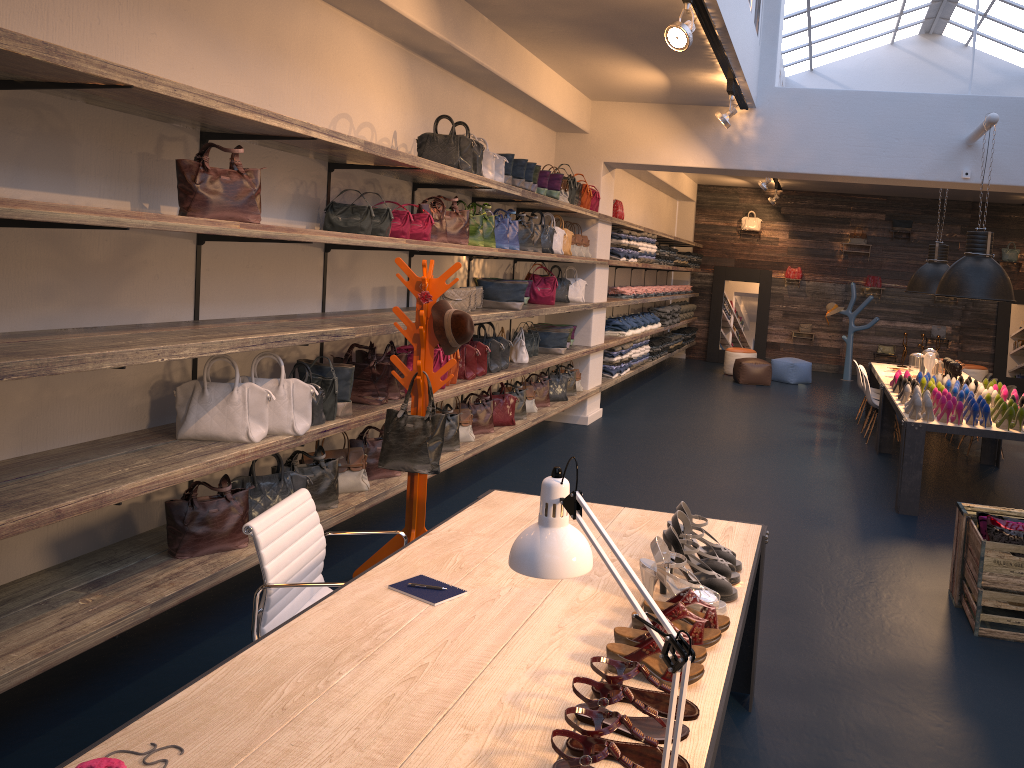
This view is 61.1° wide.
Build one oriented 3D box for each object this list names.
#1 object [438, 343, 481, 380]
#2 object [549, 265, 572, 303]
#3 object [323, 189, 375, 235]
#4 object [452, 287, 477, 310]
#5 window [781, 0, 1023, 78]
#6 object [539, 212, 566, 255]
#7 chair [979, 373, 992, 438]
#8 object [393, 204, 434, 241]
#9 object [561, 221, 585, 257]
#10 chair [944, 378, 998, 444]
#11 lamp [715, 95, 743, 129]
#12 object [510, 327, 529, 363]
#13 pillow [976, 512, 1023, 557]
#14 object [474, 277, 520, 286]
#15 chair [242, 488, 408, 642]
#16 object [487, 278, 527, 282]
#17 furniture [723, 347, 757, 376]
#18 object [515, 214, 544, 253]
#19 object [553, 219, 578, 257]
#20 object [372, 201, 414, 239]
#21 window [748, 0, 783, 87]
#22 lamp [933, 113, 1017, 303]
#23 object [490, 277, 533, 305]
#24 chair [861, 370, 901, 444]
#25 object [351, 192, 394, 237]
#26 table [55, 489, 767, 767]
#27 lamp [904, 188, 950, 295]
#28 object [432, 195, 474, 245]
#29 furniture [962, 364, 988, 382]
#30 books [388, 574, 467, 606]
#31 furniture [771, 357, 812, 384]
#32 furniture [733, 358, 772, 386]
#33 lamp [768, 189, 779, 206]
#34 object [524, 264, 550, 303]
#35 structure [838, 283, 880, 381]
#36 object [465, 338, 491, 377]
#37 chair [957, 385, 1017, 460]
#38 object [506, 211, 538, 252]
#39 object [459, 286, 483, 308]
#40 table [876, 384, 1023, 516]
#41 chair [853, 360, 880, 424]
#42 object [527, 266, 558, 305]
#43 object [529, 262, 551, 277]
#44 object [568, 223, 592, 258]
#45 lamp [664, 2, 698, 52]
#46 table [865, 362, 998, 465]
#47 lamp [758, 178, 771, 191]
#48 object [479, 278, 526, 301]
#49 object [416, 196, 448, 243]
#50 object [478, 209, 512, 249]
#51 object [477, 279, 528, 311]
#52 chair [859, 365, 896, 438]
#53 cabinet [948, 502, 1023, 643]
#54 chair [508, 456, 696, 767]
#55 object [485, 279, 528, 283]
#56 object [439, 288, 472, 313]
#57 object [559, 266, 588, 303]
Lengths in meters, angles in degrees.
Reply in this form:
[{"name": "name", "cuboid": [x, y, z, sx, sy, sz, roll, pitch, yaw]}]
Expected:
[{"name": "object", "cuboid": [-0.433, -0.231, 6.339, 0.420, 0.384, 0.196, 5, 5, 5]}, {"name": "object", "cuboid": [0.444, -1.037, 8.972, 0.461, 0.384, 0.178, -1, 7, -41]}, {"name": "object", "cuboid": [-0.956, -1.005, 5.091, 0.298, 0.274, 0.134, 4, 5, -4]}, {"name": "object", "cuboid": [-0.361, -0.634, 6.428, 0.096, 0.174, 0.290, 8, 8, 35]}, {"name": "window", "cuboid": [3.184, -3.968, 4.274, 4.162, 0.832, 19.611, 7, 9, 18]}, {"name": "object", "cuboid": [0.327, -1.408, 8.098, 0.461, 0.384, 0.178, -1, 7, -38]}, {"name": "chair", "cuboid": [5.759, 0.235, 10.998, 0.523, 0.797, 0.487, 6, 5, 16]}, {"name": "object", "cuboid": [-0.647, -1.024, 5.499, 0.202, 0.242, 0.267, 9, 8, 40]}, {"name": "object", "cuboid": [0.583, -1.506, 9.011, 0.414, 0.365, 0.166, 0, 6, -34]}, {"name": "chair", "cuboid": [5.468, 0.306, 10.357, 0.527, 0.797, 0.484, 5, 5, 14]}, {"name": "lamp", "cuboid": [1.951, -2.459, 7.883, 0.252, 0.326, 0.173, 3, 5, -16]}, {"name": "object", "cuboid": [0.057, -0.350, 7.648, 0.162, 0.307, 0.327, 3, 6, -14]}, {"name": "pillow", "cuboid": [2.707, 0.879, 4.717, 0.344, 0.347, 0.455, 6, 7, 16]}, {"name": "object", "cuboid": [-0.132, -0.799, 7.564, 0.426, 0.234, 0.175, 3, 6, -7]}, {"name": "chair", "cuboid": [-0.583, 0.864, 3.123, 0.684, 0.832, 0.685, 4, 6, -5]}, {"name": "object", "cuboid": [-0.078, -0.821, 7.745, 0.431, 0.234, 0.173, 3, 6, -11]}, {"name": "furniture", "cuboid": [4.059, -0.393, 15.438, 0.556, 0.477, 0.609, 6, 7, 18]}, {"name": "object", "cuboid": [0.131, -1.308, 7.506, 0.406, 0.337, 0.201, 0, 7, -34]}, {"name": "object", "cuboid": [0.486, -1.473, 8.737, 0.414, 0.365, 0.166, 0, 6, -34]}, {"name": "object", "cuboid": [-0.764, -1.012, 5.351, 0.202, 0.242, 0.268, 10, 8, 43]}, {"name": "window", "cuboid": [4.380, -3.445, 7.825, 4.313, 0.647, 11.827, 7, 9, 18]}, {"name": "lamp", "cuboid": [4.166, -1.570, 7.683, 0.691, 1.638, 0.712, 5, 5, 7]}, {"name": "object", "cuboid": [-0.023, -0.847, 7.951, 0.424, 0.234, 0.176, 4, 5, -5]}, {"name": "chair", "cuboid": [4.224, 0.273, 9.902, 0.527, 0.797, 0.484, 5, 5, 14]}, {"name": "object", "cuboid": [-0.860, -1.015, 5.212, 0.298, 0.274, 0.134, 4, 5, -4]}, {"name": "table", "cuboid": [0.031, 1.043, 2.556, 1.189, 0.735, 2.653, 7, 8, 17]}, {"name": "lamp", "cuboid": [5.113, -1.886, 10.353, 0.758, 1.638, 0.645, 0, 6, -38]}, {"name": "object", "cuboid": [-0.445, -1.127, 5.954, 0.399, 0.337, 0.205, 2, 6, -22]}, {"name": "furniture", "cuboid": [8.396, -0.109, 15.883, 0.556, 0.477, 0.609, 6, 7, 18]}, {"name": "books", "cuboid": [-0.256, 0.624, 2.657, 0.189, 0.018, 0.149, 11, 10, 36]}, {"name": "furniture", "cuboid": [4.844, -0.247, 15.072, 0.701, 0.420, 0.600, -1, 9, -36]}, {"name": "furniture", "cuboid": [4.008, -0.226, 14.470, 0.654, 0.420, 0.648, 4, 7, -1]}, {"name": "lamp", "cuboid": [4.789, -3.406, 15.888, 0.195, 0.326, 0.224, 1, 6, -30]}, {"name": "object", "cuboid": [0.255, -0.969, 8.389, 0.210, 0.383, 0.273, 8, 6, 38]}, {"name": "structure", "cuboid": [6.268, -0.957, 15.950, 0.891, 1.798, 0.187, 8, 6, 42]}, {"name": "object", "cuboid": [-0.359, -0.265, 6.553, 0.413, 0.384, 0.199, 5, 5, 11]}, {"name": "chair", "cuboid": [5.293, 0.391, 9.680, 0.535, 0.797, 0.477, 5, 5, 8]}, {"name": "object", "cuboid": [0.039, -1.279, 7.262, 0.397, 0.337, 0.206, 2, 6, -20]}, {"name": "object", "cuboid": [-0.325, -0.675, 6.729, 0.096, 0.174, 0.291, 8, 8, 37]}, {"name": "table", "cuboid": [4.086, 0.575, 7.969, 1.189, 0.735, 2.653, 7, 8, 17]}, {"name": "chair", "cuboid": [4.655, 0.113, 11.230, 0.527, 0.797, 0.484, 5, 5, 14]}, {"name": "object", "cuboid": [0.288, -0.934, 8.252, 0.202, 0.360, 0.267, 8, 7, 41]}, {"name": "object", "cuboid": [0.263, -1.003, 8.538, 0.308, 0.408, 0.130, 2, 5, -17]}, {"name": "object", "cuboid": [0.672, -1.535, 9.260, 0.414, 0.365, 0.166, 0, 6, -34]}, {"name": "lamp", "cuboid": [1.043, -2.148, 5.223, 0.266, 0.313, 0.171, 2, 5, -22]}, {"name": "table", "cuboid": [4.976, 0.279, 10.475, 1.189, 0.735, 2.653, 7, 8, 17]}, {"name": "lamp", "cuboid": [3.867, -3.099, 13.290, 0.195, 0.326, 0.224, 1, 6, -30]}, {"name": "object", "cuboid": [-0.078, -0.769, 7.391, 0.431, 0.234, 0.173, 3, 6, -11]}, {"name": "object", "cuboid": [-0.529, -1.088, 5.756, 0.186, 0.303, 0.380, 5, 7, 7]}, {"name": "object", "cuboid": [-0.166, -1.208, 6.776, 0.406, 0.303, 0.173, -2, 8, -44]}, {"name": "object", "cuboid": [-0.082, -0.720, 7.036, 0.424, 0.230, 0.176, 4, 6, -5]}, {"name": "chair", "cuboid": [4.459, 0.195, 10.558, 0.515, 0.797, 0.494, 6, 5, 22]}, {"name": "cabinet", "cuboid": [3.625, 1.170, 4.331, 2.627, 0.544, 0.798, 9, 8, 28]}, {"name": "chair", "cuboid": [0.169, 0.526, 1.575, 0.180, 0.741, 0.515, 1, 6, -35]}, {"name": "object", "cuboid": [-0.080, -0.744, 7.206, 0.434, 0.230, 0.172, 3, 6, -14]}, {"name": "object", "cuboid": [-0.400, -0.592, 6.121, 0.292, 0.174, 0.096, -3, 8, -44]}, {"name": "object", "cuboid": [0.620, -1.066, 9.265, 0.458, 0.384, 0.179, 0, 6, -32]}]
